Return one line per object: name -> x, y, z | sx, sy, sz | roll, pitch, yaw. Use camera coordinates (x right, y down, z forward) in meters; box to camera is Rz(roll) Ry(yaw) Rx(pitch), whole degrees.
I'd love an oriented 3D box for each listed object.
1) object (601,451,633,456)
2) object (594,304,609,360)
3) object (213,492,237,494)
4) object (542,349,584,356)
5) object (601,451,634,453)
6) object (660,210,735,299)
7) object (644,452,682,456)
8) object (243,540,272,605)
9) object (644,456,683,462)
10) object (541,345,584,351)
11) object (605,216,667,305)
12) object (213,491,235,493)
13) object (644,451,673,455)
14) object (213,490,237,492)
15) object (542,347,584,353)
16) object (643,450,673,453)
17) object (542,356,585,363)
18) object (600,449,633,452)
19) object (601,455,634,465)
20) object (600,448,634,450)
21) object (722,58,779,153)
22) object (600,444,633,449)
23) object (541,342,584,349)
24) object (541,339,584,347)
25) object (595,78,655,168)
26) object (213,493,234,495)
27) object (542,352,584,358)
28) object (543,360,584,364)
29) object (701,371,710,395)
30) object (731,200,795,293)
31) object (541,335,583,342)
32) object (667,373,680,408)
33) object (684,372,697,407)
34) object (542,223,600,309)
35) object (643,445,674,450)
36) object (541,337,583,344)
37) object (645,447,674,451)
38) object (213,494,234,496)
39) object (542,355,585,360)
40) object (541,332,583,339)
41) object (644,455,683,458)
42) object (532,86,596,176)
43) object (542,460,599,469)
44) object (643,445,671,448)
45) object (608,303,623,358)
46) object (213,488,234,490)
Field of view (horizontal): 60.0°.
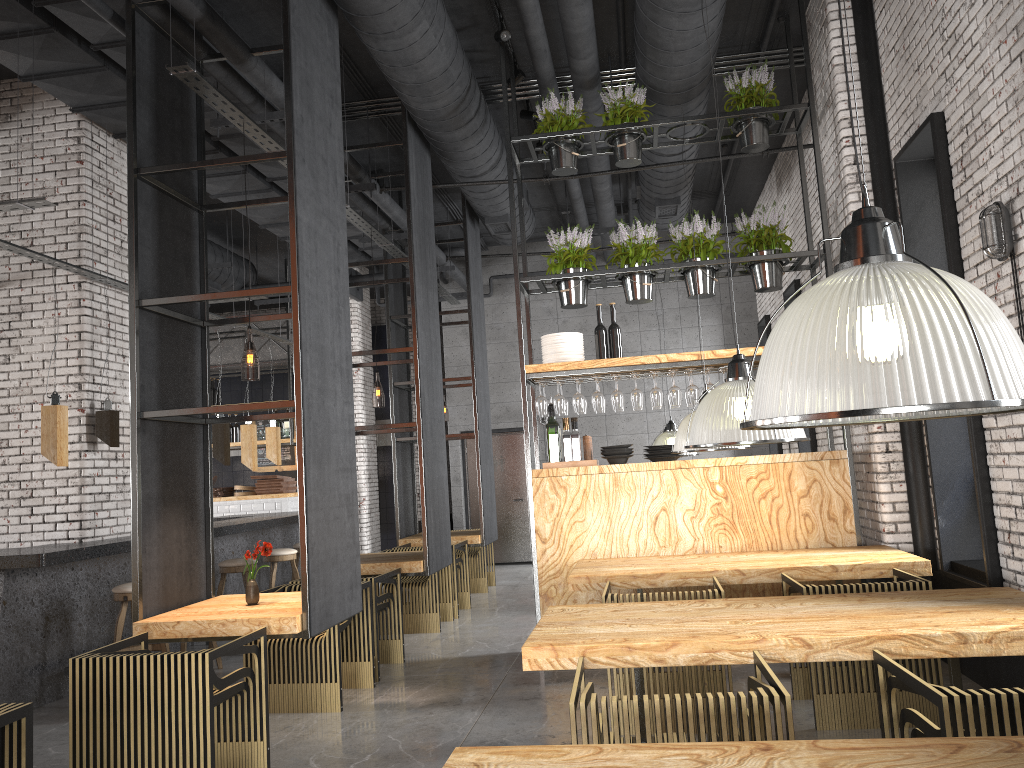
object -> 0.812, 0.562, 6.830 | 0.257, 0.076, 0.256 | -4, -6, 8
object -> 0.696, -0.393, 6.952 | 0.098, 0.472, 0.098 | -2, -7, -14
object -> -4.484, 1.693, 13.735 | 0.458, 0.019, 0.406 | -1, -6, -23
object -> 0.402, -0.231, 6.978 | 0.335, 0.039, 0.334 | -1, -6, -25
object -> 0.812, 0.554, 6.831 | 0.257, 0.075, 0.256 | -7, -7, 33
object -> 1.455, -0.957, 6.945 | 0.467, 0.560, 0.415 | 1, -8, -36
object -> 1.158, 0.547, 6.761 | 0.306, 0.044, 0.305 | -4, -6, 9
object -> -1.460, 1.084, 5.108 | 0.171, 0.356, 0.156 | 1, -8, -34
object -> 1.160, 0.573, 6.758 | 0.306, 0.035, 0.305 | 2, -8, -44
object -> 0.400, -0.265, 6.981 | 0.334, 0.039, 0.334 | -5, -6, 16
object -> 0.981, -0.921, 7.004 | 0.467, 0.560, 0.415 | -4, -6, 2
object -> -4.513, 1.678, 13.726 | 0.406, 0.019, 0.457 | -6, -6, 21
object -> 1.157, 0.539, 6.763 | 0.306, 0.046, 0.305 | 0, -7, -34
object -> -4.497, 1.662, 13.737 | 0.458, 0.019, 0.406 | 1, -7, -39
object -> 0.401, -0.250, 6.979 | 0.334, 0.040, 0.334 | -7, -7, 30
object -> 1.157, 0.524, 6.764 | 0.306, 0.042, 0.305 | 0, -7, -35
object -> 0.406, -0.173, 6.972 | 0.335, 0.046, 0.333 | -2, -6, -11
object -> 0.812, 0.537, 6.832 | 0.257, 0.072, 0.256 | -2, -6, -20
object -> 0.814, 0.585, 6.827 | 0.257, 0.067, 0.256 | -5, -6, 16
object -> 0.811, 0.532, 6.833 | 0.257, 0.072, 0.256 | -4, -6, 8
object -> 1.884, -2.112, 6.945 | 0.416, 0.560, 0.466 | -6, -7, 18
object -> 0.811, 0.507, 6.836 | 0.256, 0.076, 0.256 | 2, -8, -44
object -> 0.398, -0.285, 6.984 | 0.334, 0.043, 0.334 | -3, -6, -8
object -> 0.398, -0.304, 6.987 | 0.335, 0.041, 0.334 | -1, -6, -23
object -> 0.916, -2.036, 7.105 | 0.416, 0.560, 0.466 | 1, -8, -34
object -> -4.476, 1.709, 13.732 | 0.457, 0.019, 0.406 | -8, -7, 36
object -> 0.403, -0.211, 6.975 | 0.334, 0.040, 0.334 | -1, -6, -28
object -> 0.408, -0.153, 6.968 | 0.334, 0.033, 0.334 | 2, -8, -44
object -> 1.522, 0.034, 6.918 | 0.101, 0.268, 0.101 | -10, -9, 44
object -> 1.944, -0.998, 6.835 | 0.416, 0.560, 0.467 | -7, -7, 27
object -> 0.395, -0.343, 6.990 | 0.335, 0.039, 0.334 | -2, -6, -17
object -> 1.265, 0.054, 6.954 | 0.101, 0.268, 0.101 | -10, -9, 44
object -> 1.395, 0.044, 6.936 | 0.101, 0.268, 0.101 | -10, -9, 44
object -> 0.478, -0.886, 7.036 | 0.416, 0.560, 0.466 | 0, -7, -27
object -> 1.155, 0.498, 6.768 | 0.305, 0.049, 0.305 | -7, -7, 33
object -> 0.396, -0.324, 6.989 | 0.335, 0.044, 0.334 | -1, -6, -21
object -> 1.156, 0.509, 6.766 | 0.306, 0.037, 0.305 | -4, -6, 9
object -> -4.456, 1.722, 13.719 | 0.407, 0.019, 0.457 | -2, -6, -20
object -> 0.405, -0.192, 6.972 | 0.335, 0.037, 0.334 | -1, -6, -26
object -> 0.394, -0.362, 6.993 | 0.335, 0.039, 0.334 | -2, -6, -18
object -> 1.159, 0.562, 6.759 | 0.305, 0.041, 0.305 | -6, -6, 25
object -> 0.405, -1.993, 7.211 | 0.467, 0.560, 0.415 | -2, -7, -18
object -> 0.464, 0.630, 6.926 | 0.411, 0.050, 0.410 | -4, -6, 7
object -> 1.156, 0.483, 6.770 | 0.306, 0.039, 0.305 | -3, -6, -9
object -> 0.803, -0.401, 6.937 | 0.098, 0.472, 0.098 | -2, -7, -14
object -> -4.478, 1.629, 13.741 | 0.457, 0.019, 0.406 | -9, -7, 41
